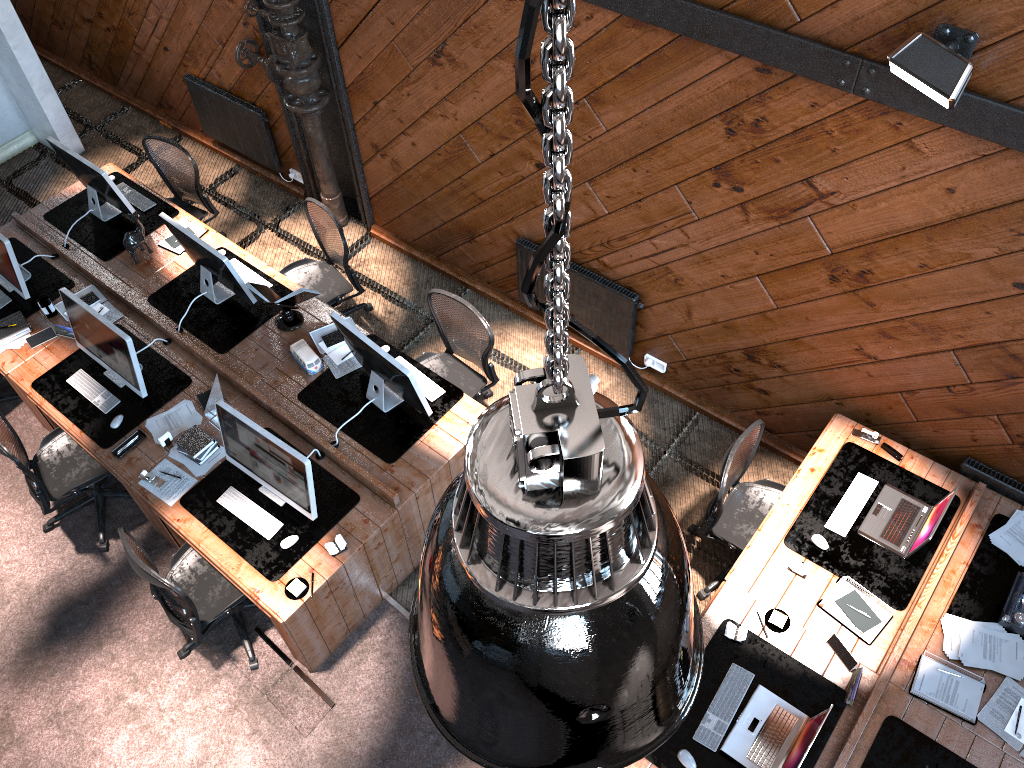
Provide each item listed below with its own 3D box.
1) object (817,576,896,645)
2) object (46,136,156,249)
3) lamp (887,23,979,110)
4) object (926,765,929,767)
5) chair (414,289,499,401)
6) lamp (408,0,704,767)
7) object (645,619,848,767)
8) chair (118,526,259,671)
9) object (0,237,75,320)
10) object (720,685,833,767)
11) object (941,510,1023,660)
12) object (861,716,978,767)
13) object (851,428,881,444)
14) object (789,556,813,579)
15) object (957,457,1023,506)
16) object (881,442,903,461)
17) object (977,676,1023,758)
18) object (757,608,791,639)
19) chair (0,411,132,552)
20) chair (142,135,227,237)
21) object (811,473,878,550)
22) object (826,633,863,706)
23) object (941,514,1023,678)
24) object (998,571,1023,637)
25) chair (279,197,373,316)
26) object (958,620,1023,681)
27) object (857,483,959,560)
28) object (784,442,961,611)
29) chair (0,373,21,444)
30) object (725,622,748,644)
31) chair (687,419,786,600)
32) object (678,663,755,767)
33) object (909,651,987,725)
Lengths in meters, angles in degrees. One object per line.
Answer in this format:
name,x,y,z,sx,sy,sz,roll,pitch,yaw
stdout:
object,1.770,1.153,4.563,0.229,0.060,0.316,-38,59,-24
object,-3.064,-1.506,6.597,0.648,0.576,0.799,-6,52,-2
lamp,1.717,-1.297,3.660,0.328,0.287,0.283,30,59,24
object,1.832,1.931,3.791,0.323,0.283,0.390,25,57,21
chair,-0.427,-0.024,5.906,0.770,1.085,0.792,20,55,18
lamp,0.019,-0.365,0.425,0.445,2.372,0.445,-5,52,-1
object,1.125,1.627,4.251,0.687,0.008,0.848,30,59,24
chair,-1.761,1.076,5.099,0.770,1.085,0.792,20,55,18
object,-3.639,-0.697,6.329,0.848,0.008,0.687,31,59,25
object,1.208,1.577,4.067,0.320,0.288,0.380,30,59,24
object,2.535,1.051,4.625,0.356,0.002,1.058,28,58,23
object,1.824,2.001,3.919,0.687,0.008,0.848,30,59,24
object,2.093,0.294,5.225,0.159,0.064,0.054,24,56,20
object,1.533,0.967,4.719,0.106,0.063,0.082,28,58,22
object,3.002,0.865,5.075,1.064,0.628,0.073,30,59,24
object,2.208,0.392,5.154,0.022,0.042,0.134,-32,57,-21
object,2.464,1.633,4.165,0.304,0.017,0.467,-34,57,-22
object,1.355,1.214,4.553,0.154,0.026,0.158,-10,52,-5
chair,-2.833,0.449,5.649,0.770,1.085,0.792,29,58,23
chair,-2.706,-1.350,7.070,0.770,1.085,0.792,12,53,12
object,1.854,0.710,4.920,0.139,0.040,0.577,33,60,25
object,1.661,1.395,4.358,0.129,0.083,0.347,-4,52,0
object,2.694,1.131,4.567,0.687,0.008,0.848,30,59,24
object,2.639,1.145,4.468,0.290,0.116,0.322,28,58,23
chair,-1.441,-0.739,6.523,0.770,1.085,0.792,29,58,23
object,2.387,1.323,4.410,0.315,0.002,0.246,13,53,13
object,2.123,0.680,4.769,0.323,0.283,0.390,30,59,24
object,1.996,0.756,4.899,0.687,0.008,0.848,30,59,24
chair,-3.954,-0.133,6.166,0.770,1.085,0.792,12,53,12
object,1.136,1.256,4.499,0.106,0.063,0.082,14,54,14
chair,1.468,0.755,5.194,0.792,1.085,0.770,12,53,12
object,0.987,1.600,4.257,0.139,0.040,0.577,29,59,23
object,2.119,1.468,4.296,0.316,0.060,0.229,24,56,20
